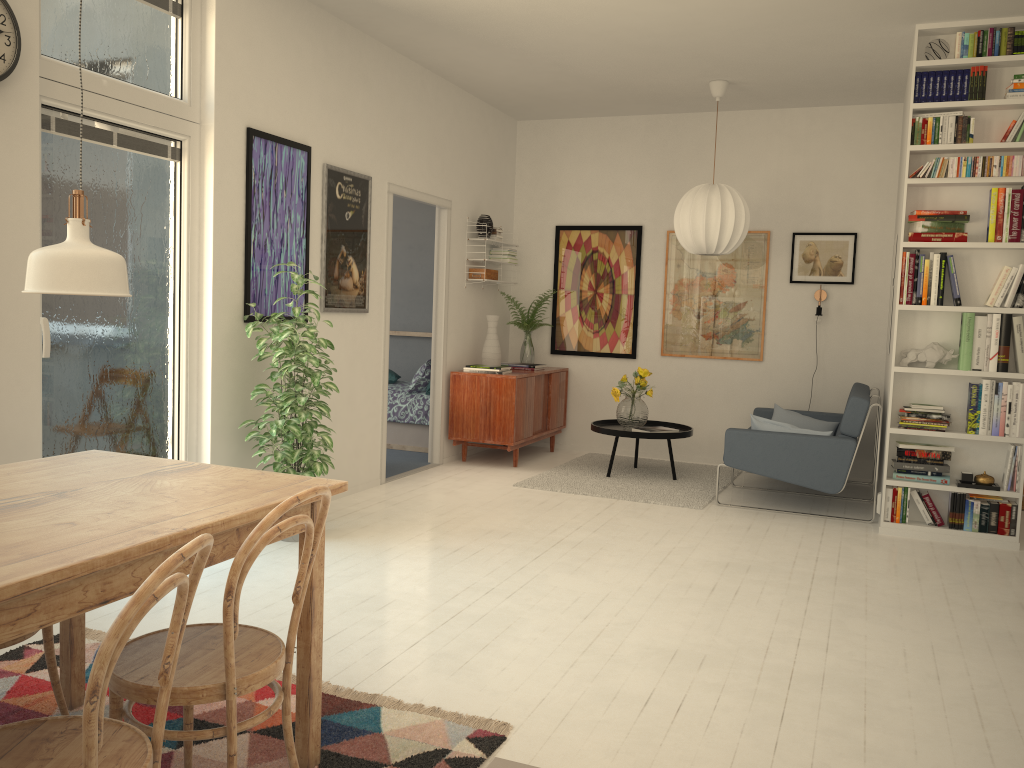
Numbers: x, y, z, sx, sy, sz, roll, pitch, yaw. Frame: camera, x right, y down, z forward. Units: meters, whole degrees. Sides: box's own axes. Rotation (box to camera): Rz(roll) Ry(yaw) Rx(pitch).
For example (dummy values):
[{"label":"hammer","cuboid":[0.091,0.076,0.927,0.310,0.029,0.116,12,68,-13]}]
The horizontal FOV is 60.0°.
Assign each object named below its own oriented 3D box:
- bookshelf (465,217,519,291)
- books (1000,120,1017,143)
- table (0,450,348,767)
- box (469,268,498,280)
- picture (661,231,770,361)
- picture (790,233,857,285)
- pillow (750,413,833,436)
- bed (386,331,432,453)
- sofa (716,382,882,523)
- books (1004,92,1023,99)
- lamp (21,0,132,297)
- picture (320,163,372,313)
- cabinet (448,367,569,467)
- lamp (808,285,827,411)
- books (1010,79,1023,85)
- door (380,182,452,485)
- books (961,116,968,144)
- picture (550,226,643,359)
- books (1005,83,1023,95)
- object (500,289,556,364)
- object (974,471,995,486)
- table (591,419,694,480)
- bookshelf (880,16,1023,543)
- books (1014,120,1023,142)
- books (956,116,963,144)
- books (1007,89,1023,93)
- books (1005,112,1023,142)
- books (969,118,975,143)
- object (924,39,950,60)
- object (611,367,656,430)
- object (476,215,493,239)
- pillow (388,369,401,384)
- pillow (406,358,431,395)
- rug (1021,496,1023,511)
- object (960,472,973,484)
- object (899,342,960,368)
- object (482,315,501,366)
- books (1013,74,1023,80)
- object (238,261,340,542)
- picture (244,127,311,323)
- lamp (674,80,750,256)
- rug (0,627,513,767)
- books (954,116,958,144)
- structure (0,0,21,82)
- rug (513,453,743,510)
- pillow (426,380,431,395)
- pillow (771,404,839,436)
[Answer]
[{"label":"bookshelf","cuboid":[-0.154,-1.065,7.363,0.184,0.564,0.695,4,5,22]},{"label":"books","cuboid":[2.759,-1.389,4.952,0.073,0.129,0.200,4,5,22]},{"label":"table","cuboid":[-1.196,0.658,1.707,0.894,0.748,1.798,4,5,22]},{"label":"box","cuboid":[-0.231,-0.890,7.212,0.152,0.084,0.266,4,5,22]},{"label":"picture","cuboid":[1.672,-0.736,7.336,0.838,1.052,0.012,4,5,22]},{"label":"picture","cuboid":[2.456,-0.992,7.002,0.481,0.402,0.015,4,5,22]},{"label":"pillow","cuboid":[1.758,0.375,5.658,0.533,0.353,0.141,4,5,21]},{"label":"bed","cuboid":[-1.146,0.020,7.998,1.656,0.973,0.934,4,5,22]},{"label":"sofa","cuboid":[2.053,0.394,6.238,0.964,0.773,1.603,4,5,22]},{"label":"books","cuboid":[2.832,-1.566,4.888,0.214,0.038,0.223,4,5,22]},{"label":"lamp","cuboid":[-0.974,-1.000,1.991,0.229,1.595,0.230,-1,5,-33]},{"label":"picture","cuboid":[-1.013,-0.874,5.457,0.020,0.868,0.525,4,5,22]},{"label":"cabinet","cuboid":[-0.002,0.243,7.370,0.546,0.727,1.263,4,5,22]},{"label":"lamp","cuboid":[2.274,-0.085,7.063,0.360,1.415,0.112,4,5,22]},{"label":"books","cuboid":[2.831,-1.641,4.857,0.179,0.016,0.208,5,5,27]},{"label":"door","cuboid":[-1.085,-0.384,6.560,0.882,2.032,0.955,4,5,22]},{"label":"books","cuboid":[2.535,-1.410,4.984,0.023,0.153,0.176,4,5,22]},{"label":"picture","cuboid":[0.726,-0.804,7.710,0.778,1.133,0.018,4,5,22]},{"label":"books","cuboid":[2.823,-1.619,4.885,0.173,0.030,0.199,3,5,12]},{"label":"object","cuboid":[0.162,-0.491,7.738,0.476,0.685,0.398,4,5,24]},{"label":"object","cuboid":[2.977,0.150,3.974,0.778,1.710,2.089,2,5,3]},{"label":"table","cuboid":[0.969,0.505,6.687,0.761,0.385,0.761,6,6,37]},{"label":"bookshelf","cuboid":[2.580,-0.553,5.056,0.710,2.899,0.249,4,5,22]},{"label":"books","cuboid":[2.812,-1.403,4.902,0.065,0.168,0.229,4,5,22]},{"label":"books","cuboid":[2.526,-1.415,5.023,0.024,0.155,0.207,4,5,22]},{"label":"books","cuboid":[2.834,-1.594,4.884,0.200,0.018,0.208,4,5,22]},{"label":"books","cuboid":[2.786,-1.403,4.927,0.092,0.165,0.223,4,5,22]},{"label":"books","cuboid":[2.578,-1.403,4.988,0.020,0.145,0.189,4,5,22]},{"label":"object","cuboid":[2.389,-1.871,4.983,0.131,0.131,0.131,4,5,17]},{"label":"object","cuboid":[0.910,0.106,6.719,0.361,0.471,0.291,0,5,-30]},{"label":"object","cuboid":[-0.219,-1.260,7.112,0.139,0.200,0.139,0,5,-24]},{"label":"pillow","cuboid":[-1.200,-0.079,7.959,0.378,0.153,0.415,2,5,-2]},{"label":"pillow","cuboid":[-0.728,-0.079,7.635,0.237,0.338,0.437,4,5,20]},{"label":"rug","cuboid":[3.725,0.850,6.172,0.941,0.002,0.553,4,5,22]},{"label":"object","cuboid":[2.599,0.535,5.067,0.058,0.055,0.058,4,5,22]},{"label":"object","cuboid":[2.402,-0.168,5.104,0.311,0.150,0.137,5,5,30]},{"label":"object","cuboid":[-0.162,-0.335,7.188,0.158,0.445,0.160,0,5,-28]},{"label":"books","cuboid":[2.846,-1.666,4.867,0.169,0.032,0.188,5,5,27]},{"label":"object","cuboid":[-1.127,0.091,4.546,0.514,1.423,0.569,0,5,-25]},{"label":"picture","cuboid":[-1.267,-0.833,4.825,0.018,0.998,0.546,4,5,22]},{"label":"lamp","cuboid":[1.455,-1.547,6.382,0.536,1.228,0.536,-1,5,-34]},{"label":"rug","cuboid":[-1.350,1.037,1.552,1.749,0.035,3.026,4,5,22]},{"label":"books","cuboid":[2.501,-1.417,5.012,0.013,0.159,0.176,4,5,22]},{"label":"structure","cuboid":[-1.898,-1.242,3.105,0.074,0.371,0.371,4,5,21]},{"label":"rug","cuboid":[0.940,0.698,6.665,1.304,0.012,1.661,4,5,23]},{"label":"pillow","cuboid":[-0.505,-0.070,7.773,0.237,0.385,0.767,4,5,20]},{"label":"pillow","cuboid":[2.239,0.304,6.839,0.540,0.277,0.157,4,5,23]}]
